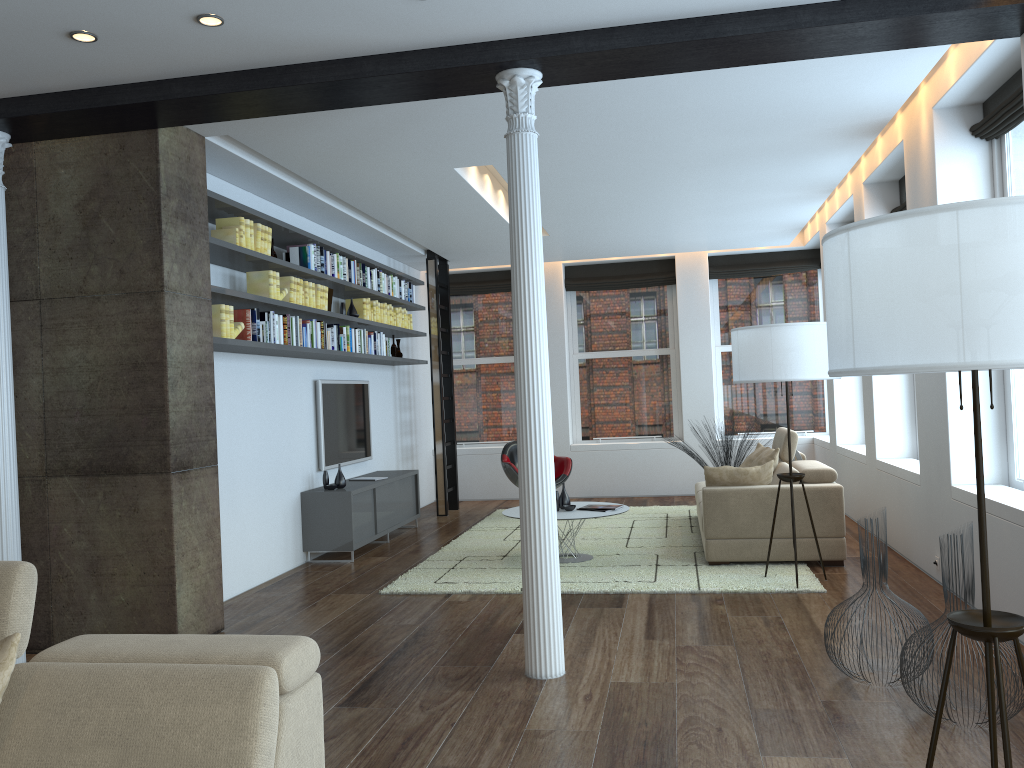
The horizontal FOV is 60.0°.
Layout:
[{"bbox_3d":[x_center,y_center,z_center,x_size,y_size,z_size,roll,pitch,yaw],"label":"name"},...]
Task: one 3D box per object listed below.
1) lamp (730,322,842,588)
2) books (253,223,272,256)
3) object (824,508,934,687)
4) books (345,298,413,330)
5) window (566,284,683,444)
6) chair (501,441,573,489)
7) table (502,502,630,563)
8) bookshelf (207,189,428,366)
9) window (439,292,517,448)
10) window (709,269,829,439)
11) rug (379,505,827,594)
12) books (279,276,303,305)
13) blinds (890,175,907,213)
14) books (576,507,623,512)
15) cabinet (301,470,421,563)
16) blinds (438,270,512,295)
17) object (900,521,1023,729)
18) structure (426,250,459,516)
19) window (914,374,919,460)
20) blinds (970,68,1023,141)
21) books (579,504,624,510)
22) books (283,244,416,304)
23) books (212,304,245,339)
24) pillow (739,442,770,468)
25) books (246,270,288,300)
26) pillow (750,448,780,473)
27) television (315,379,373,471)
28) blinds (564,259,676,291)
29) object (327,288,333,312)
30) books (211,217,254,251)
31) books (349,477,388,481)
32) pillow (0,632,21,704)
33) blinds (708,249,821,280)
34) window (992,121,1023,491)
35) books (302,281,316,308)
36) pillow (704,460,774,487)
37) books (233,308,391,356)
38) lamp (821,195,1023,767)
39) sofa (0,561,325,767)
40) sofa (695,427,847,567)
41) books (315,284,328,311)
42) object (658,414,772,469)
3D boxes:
[{"bbox_3d":[1.868,0.476,5.961,0.698,1.728,0.698,-3,-1,34],"label":"lamp"},{"bbox_3d":[-1.819,-0.996,6.231,0.189,0.228,0.249,-3,-1,10],"label":"books"},{"bbox_3d":[1.637,0.939,3.994,0.458,0.781,0.458,-3,-1,10],"label":"object"},{"bbox_3d":[-1.348,-0.697,9.085,0.242,0.237,1.489,-3,-1,10],"label":"books"},{"bbox_3d":[1.451,-0.369,11.521,1.420,2.400,0.123,-3,-1,10],"label":"window"},{"bbox_3d":[0.277,1.036,9.786,0.810,0.818,0.669,-2,-1,-10],"label":"chair"},{"bbox_3d":[0.438,1.206,7.117,1.022,0.393,1.022,-2,-1,-35],"label":"table"},{"bbox_3d":[-1.606,-0.699,7.791,0.400,0.942,4.804,-3,-1,10],"label":"bookshelf"},{"bbox_3d":[-0.337,-0.287,11.846,1.420,2.400,0.123,-3,-1,10],"label":"window"},{"bbox_3d":[3.265,-0.453,11.184,1.474,2.400,0.123,-3,-1,10],"label":"window"},{"bbox_3d":[0.917,1.402,7.999,2.972,0.020,4.231,-3,-1,10],"label":"rug"},{"bbox_3d":[-1.738,-0.701,6.827,0.189,0.228,0.249,-3,-1,10],"label":"books"},{"bbox_3d":[3.119,-1.518,6.760,0.156,0.393,1.342,-3,-1,10],"label":"blinds"},{"bbox_3d":[0.697,0.992,7.056,0.220,0.010,0.300,-2,-1,-45],"label":"books"},{"bbox_3d":[-1.375,1.213,8.435,0.450,0.603,2.000,-3,-1,10],"label":"cabinet"},{"bbox_3d":[-0.396,-1.344,11.766,1.412,0.307,0.156,-3,-1,10],"label":"blinds"},{"bbox_3d":[1.768,0.927,3.496,0.458,0.781,0.458,-3,-1,10],"label":"object"},{"bbox_3d":[-0.814,-0.013,10.436,0.120,3.059,0.600,-3,-1,10],"label":"structure"},{"bbox_3d":[3.225,-0.507,6.735,0.123,2.400,1.345,-3,-1,10],"label":"window"},{"bbox_3d":[2.746,-1.587,4.726,0.156,0.275,1.396,-3,-1,10],"label":"blinds"},{"bbox_3d":[0.715,0.982,7.074,0.300,0.010,0.220,-3,-1,25],"label":"books"},{"bbox_3d":[-1.442,-1.000,8.449,0.242,0.237,2.981,-3,-1,10],"label":"books"},{"bbox_3d":[-1.891,-0.389,5.803,0.189,0.224,0.345,-3,-1,10],"label":"books"},{"bbox_3d":[2.198,0.763,8.126,0.368,0.416,0.519,-3,-1,6],"label":"pillow"},{"bbox_3d":[-1.789,-0.699,6.549,0.189,0.224,0.345,-3,-1,10],"label":"books"},{"bbox_3d":[2.098,0.749,7.510,0.301,0.439,0.534,-3,-1,7],"label":"pillow"},{"bbox_3d":[-1.604,0.370,8.498,0.074,0.812,1.307,-3,-1,10],"label":"television"},{"bbox_3d":[1.389,-1.399,11.441,1.422,0.363,0.156,-3,-1,10],"label":"blinds"},{"bbox_3d":[-1.589,-0.697,7.517,0.124,0.219,0.124,-3,-1,9],"label":"object"},{"bbox_3d":[-1.869,-0.996,5.965,0.209,0.220,0.278,-3,-1,9],"label":"books"},{"bbox_3d":[-1.372,0.906,8.475,0.300,0.010,0.220,-3,-1,25],"label":"books"},{"bbox_3d":[-1.521,0.852,2.206,0.519,0.416,0.368,-3,-1,15],"label":"pillow"},{"bbox_3d":[3.189,-1.507,11.115,1.442,0.312,0.155,-3,-1,10],"label":"blinds"},{"bbox_3d":[2.854,-0.517,4.701,0.123,2.400,1.391,-3,-1,10],"label":"window"},{"bbox_3d":[-1.696,-0.698,7.068,0.209,0.220,0.278,-3,-1,9],"label":"books"},{"bbox_3d":[1.729,0.778,6.804,0.518,0.393,0.395,-3,-1,7],"label":"pillow"},{"bbox_3d":[-1.598,-0.391,7.437,0.242,0.237,2.981,-3,-1,10],"label":"books"},{"bbox_3d":[1.190,0.460,2.233,0.698,1.728,0.698,-3,-1,34],"label":"lamp"},{"bbox_3d":[-1.880,0.987,2.270,2.581,0.950,1.021,-3,-1,10],"label":"sofa"},{"bbox_3d":[2.137,0.880,7.760,1.018,0.950,2.581,-3,-1,10],"label":"sofa"},{"bbox_3d":[-1.646,-0.698,7.334,0.189,0.228,0.249,-3,-1,10],"label":"books"},{"bbox_3d":[2.251,0.848,9.582,1.119,1.014,1.125,-2,-1,-3],"label":"object"}]
